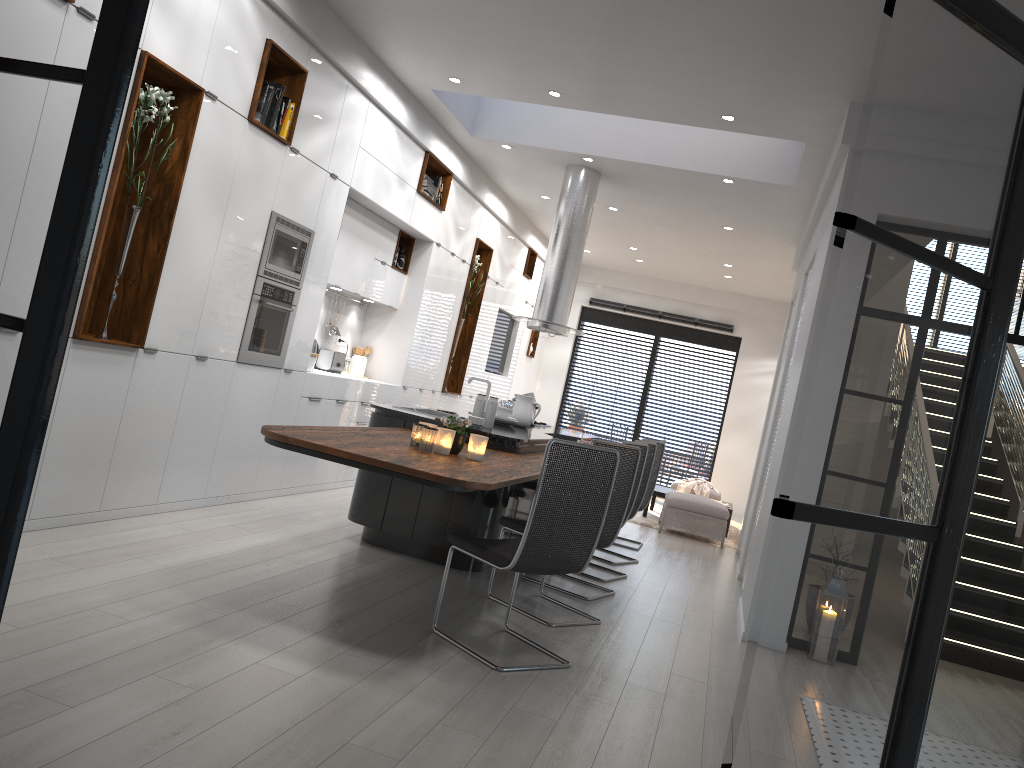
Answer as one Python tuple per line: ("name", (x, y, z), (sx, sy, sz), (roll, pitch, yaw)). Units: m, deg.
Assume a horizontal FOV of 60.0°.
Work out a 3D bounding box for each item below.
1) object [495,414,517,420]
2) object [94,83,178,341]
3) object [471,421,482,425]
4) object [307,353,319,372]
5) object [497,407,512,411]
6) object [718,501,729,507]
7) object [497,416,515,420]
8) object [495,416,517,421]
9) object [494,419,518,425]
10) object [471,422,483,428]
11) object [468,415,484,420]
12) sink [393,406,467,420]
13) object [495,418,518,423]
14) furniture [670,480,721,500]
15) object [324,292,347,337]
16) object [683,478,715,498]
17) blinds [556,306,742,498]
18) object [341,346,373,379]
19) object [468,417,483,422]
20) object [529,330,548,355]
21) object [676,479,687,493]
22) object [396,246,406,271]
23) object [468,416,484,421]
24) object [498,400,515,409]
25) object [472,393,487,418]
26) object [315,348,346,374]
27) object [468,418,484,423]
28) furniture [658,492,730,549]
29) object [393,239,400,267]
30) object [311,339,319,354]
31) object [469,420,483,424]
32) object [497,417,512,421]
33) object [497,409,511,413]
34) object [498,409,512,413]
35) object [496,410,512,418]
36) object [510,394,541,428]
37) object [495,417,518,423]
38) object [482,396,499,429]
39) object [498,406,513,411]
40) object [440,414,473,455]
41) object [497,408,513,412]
("object", (-0.074, 0.259, 6.940), (0.229, 0.016, 0.229), (13, 0, 11))
("object", (-1.959, -0.888, 4.552), (0.268, 1.343, 0.267), (11, -2, 40))
("object", (-0.239, 0.257, 5.737), (0.111, 0.023, 0.110), (13, 0, 27))
("object", (-1.702, -0.198, 6.860), (0.380, 0.148, 0.262), (13, 0, 14))
("object", (-0.064, 0.217, 6.941), (0.138, 0.051, 0.138), (13, 0, -6))
("object", (2.521, 1.439, 10.702), (0.282, 0.032, 0.532), (13, 0, 27))
("object", (-0.075, 0.264, 6.940), (0.229, 0.016, 0.229), (13, 0, 11))
("object", (-0.076, 0.268, 6.940), (0.229, 0.016, 0.229), (13, 0, 11))
("object", (-0.082, 0.296, 6.939), (0.263, 0.033, 0.265), (13, 0, -39))
("object", (-0.240, 0.263, 5.736), (0.111, 0.023, 0.110), (13, 0, 27))
("object", (-0.231, 0.225, 5.737), (0.111, 0.023, 0.110), (13, 0, 27))
("sink", (-0.497, 0.291, 6.207), (0.485, 0.153, 0.737), (13, 0, 14))
("object", (-0.081, 0.290, 6.939), (0.263, 0.033, 0.265), (13, 0, -39))
("furniture", (2.485, 1.572, 12.067), (0.700, 0.460, 0.698), (13, -1, 14))
("object", (-1.592, -0.623, 7.982), (0.069, 0.389, 0.319), (12, -1, 15))
("object", (2.517, 1.449, 12.016), (0.418, 0.355, 0.759), (12, 0, 22))
("blinds", (2.106, 0.332, 14.234), (2.588, 2.722, 0.357), (13, -2, 14))
("object", (-1.472, -0.230, 8.511), (0.221, 0.316, 0.329), (12, -1, 14))
("object", (-0.234, 0.238, 5.737), (0.111, 0.023, 0.110), (13, 0, 27))
("object", (0.333, -0.734, 13.396), (0.481, 0.627, 0.314), (13, -1, 5))
("object", (2.075, 1.260, 10.820), (0.110, 0.183, 0.118), (12, -1, 20))
("object", (-1.095, -1.216, 8.588), (0.124, 0.231, 0.123), (12, -1, 15))
("object", (-0.233, 0.231, 5.737), (0.111, 0.023, 0.110), (13, 0, 27))
("object", (-0.045, 0.233, 7.573), (0.212, 0.174, 0.211), (12, -1, 21))
("object", (-0.220, 0.167, 5.889), (0.070, 0.219, 0.071), (13, -2, -22))
("object", (-1.623, -0.204, 7.981), (0.177, 0.195, 0.260), (13, -1, 14))
("object", (-0.236, 0.244, 5.737), (0.111, 0.023, 0.110), (13, 0, 27))
("furniture", (2.008, 1.461, 9.809), (0.700, 0.460, 0.698), (13, -1, 9))
("object", (-1.136, -1.247, 8.400), (0.124, 0.275, 0.124), (13, -1, 2))
("object", (-1.704, -0.260, 7.417), (0.219, 0.270, 0.179), (13, -1, -34))
("object", (-0.237, 0.250, 5.737), (0.111, 0.023, 0.110), (13, 0, 27))
("object", (-0.077, 0.273, 6.940), (0.229, 0.016, 0.229), (13, 0, 11))
("object", (-0.068, 0.234, 6.941), (0.138, 0.051, 0.138), (13, 0, -6))
("object", (-0.067, 0.229, 6.941), (0.138, 0.051, 0.138), (13, 0, -6))
("object", (-0.070, 0.240, 6.941), (0.138, 0.051, 0.138), (13, 0, -6))
("object", (0.096, 0.222, 7.190), (0.182, 0.254, 0.212), (14, -1, -42))
("object", (-0.079, 0.283, 6.940), (0.263, 0.033, 0.265), (13, 0, -39))
("object", (-0.140, 0.185, 5.877), (0.071, 0.219, 0.070), (12, -2, 40))
("object", (-0.063, 0.212, 6.942), (0.138, 0.051, 0.138), (13, 0, -6))
("object", (-0.287, 0.252, 4.496), (0.151, 0.206, 0.157), (12, -1, 31))
("object", (-0.066, 0.223, 6.941), (0.138, 0.051, 0.138), (13, 0, -6))
